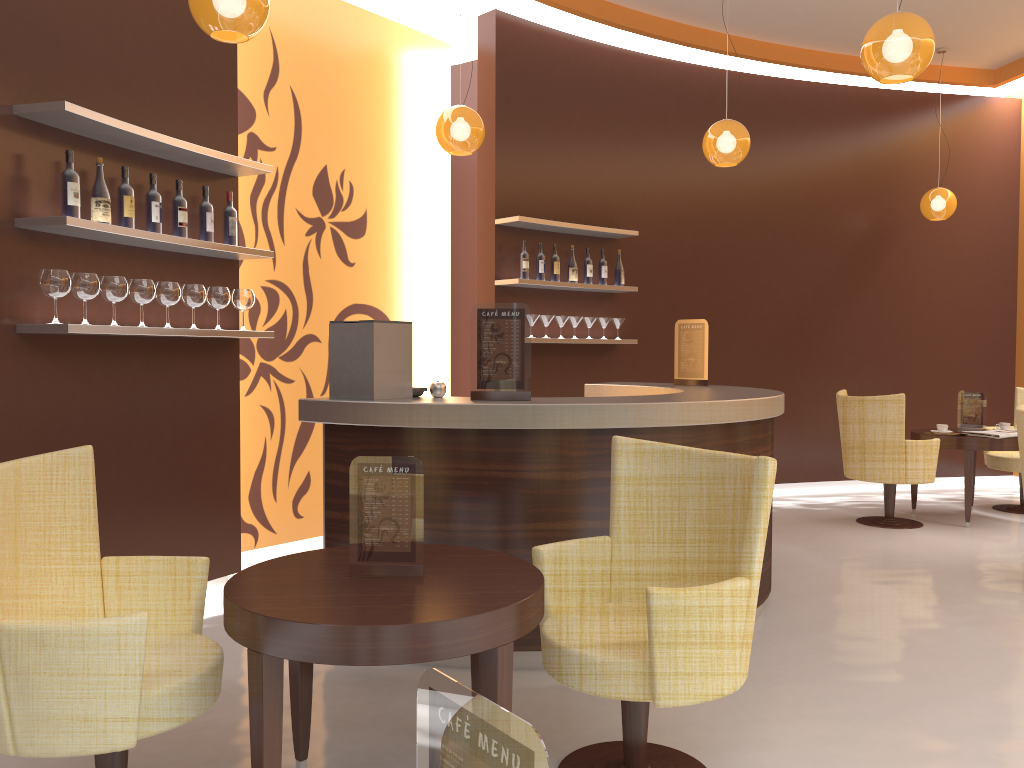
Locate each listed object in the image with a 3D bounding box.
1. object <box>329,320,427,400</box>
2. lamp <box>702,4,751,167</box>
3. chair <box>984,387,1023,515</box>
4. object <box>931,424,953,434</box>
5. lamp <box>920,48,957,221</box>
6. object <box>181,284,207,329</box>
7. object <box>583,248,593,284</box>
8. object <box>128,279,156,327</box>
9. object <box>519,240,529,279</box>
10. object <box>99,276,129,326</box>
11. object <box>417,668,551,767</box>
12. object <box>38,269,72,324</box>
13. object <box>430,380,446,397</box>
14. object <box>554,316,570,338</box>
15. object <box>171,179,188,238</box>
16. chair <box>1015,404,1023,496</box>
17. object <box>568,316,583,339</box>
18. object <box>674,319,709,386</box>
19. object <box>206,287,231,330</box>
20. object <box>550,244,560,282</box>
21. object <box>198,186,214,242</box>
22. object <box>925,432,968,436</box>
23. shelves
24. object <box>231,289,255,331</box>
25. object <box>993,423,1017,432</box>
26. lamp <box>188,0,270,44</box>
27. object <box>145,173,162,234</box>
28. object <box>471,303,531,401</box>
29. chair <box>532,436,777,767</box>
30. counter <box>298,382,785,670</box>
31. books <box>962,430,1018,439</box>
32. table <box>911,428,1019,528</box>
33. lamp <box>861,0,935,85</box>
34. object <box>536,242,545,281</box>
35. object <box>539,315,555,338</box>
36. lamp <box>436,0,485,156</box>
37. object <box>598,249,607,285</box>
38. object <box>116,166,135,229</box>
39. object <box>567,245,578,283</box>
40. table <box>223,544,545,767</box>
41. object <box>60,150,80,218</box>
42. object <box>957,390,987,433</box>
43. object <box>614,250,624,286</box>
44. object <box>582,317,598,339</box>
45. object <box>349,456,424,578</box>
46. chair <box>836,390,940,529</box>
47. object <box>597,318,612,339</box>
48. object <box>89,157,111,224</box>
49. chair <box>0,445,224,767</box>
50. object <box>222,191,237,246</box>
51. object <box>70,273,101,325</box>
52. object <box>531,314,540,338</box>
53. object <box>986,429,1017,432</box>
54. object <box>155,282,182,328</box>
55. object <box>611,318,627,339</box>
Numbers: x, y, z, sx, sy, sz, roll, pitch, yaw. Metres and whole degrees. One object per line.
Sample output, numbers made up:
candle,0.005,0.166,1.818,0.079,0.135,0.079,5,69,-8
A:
object,-0.589,-0.110,3.986,0.270,0.340,0.373,2,3,35
lamp,1.365,-2.143,5.617,0.299,1.500,0.299,0,2,8
chair,4.341,0.547,7.405,0.685,1.017,0.729,0,2,-11
object,3.351,0.351,6.913,0.153,0.069,0.153,1,2,16
lamp,3.802,-2.215,7.882,0.299,1.500,0.299,0,2,-10
object,-1.564,-0.375,4.354,0.125,0.221,0.125,1,2,15
object,0.597,-0.921,6.969,0.073,0.297,0.073,1,2,28
object,-1.690,-0.365,4.048,0.125,0.221,0.125,1,2,15
object,0.089,-0.907,6.528,0.073,0.297,0.073,1,2,28
object,-1.749,-0.359,3.896,0.125,0.221,0.125,1,2,15
object,-0.030,0.432,0.763,0.042,0.335,0.209,-1,3,-35
object,-1.849,-0.349,3.590,0.125,0.221,0.125,1,2,15
object,-0.335,0.022,4.015,0.075,0.077,0.075,-2,3,-41
object,0.378,-0.433,6.816,0.137,0.174,0.137,-1,3,-35
object,-1.598,-0.832,4.260,0.073,0.297,0.073,0,2,-1
chair,3.263,0.628,5.057,0.685,1.017,0.729,0,2,7
object,0.489,-0.436,6.912,0.137,0.174,0.137,-1,3,-35
object,1.120,-0.197,5.544,0.052,0.414,0.258,-2,3,-41
object,-1.495,-0.381,4.510,0.125,0.221,0.125,1,2,15
object,0.328,-0.914,6.751,0.073,0.297,0.073,0,2,-13
object,-1.526,-0.837,4.419,0.073,0.297,0.073,0,2,-13
object,3.333,0.380,6.908,0.239,0.021,0.464,0,2,4
shelves,-0.602,-0.719,5.461,0.586,0.902,4.744,2,3,37
object,-1.413,-0.386,4.658,0.125,0.221,0.125,1,2,15
object,3.942,0.347,7.093,0.153,0.069,0.153,-1,2,-27
lamp,-1.072,-2.070,3.351,0.299,1.500,0.299,-1,2,-32
object,-1.663,-0.826,4.113,0.073,0.297,0.073,0,2,-1
object,-0.047,-0.137,3.770,0.258,0.414,0.052,0,2,4
chair,0.425,0.701,2.732,0.685,1.017,0.729,-1,2,-32
counter,0.549,0.592,4.617,1.586,1.100,2.917,2,3,35
books,3.687,0.381,6.754,0.367,0.035,0.345,-1,2,-20
table,3.629,0.728,7.022,0.872,0.679,0.874,1,2,26
lamp,1.683,-2.078,3.846,0.299,1.500,0.299,-1,2,-32
object,0.213,-0.911,6.646,0.073,0.297,0.073,1,2,28
object,0.258,-0.432,6.719,0.137,0.174,0.137,-1,3,-35
lamp,-0.308,-2.138,5.316,0.299,1.500,0.299,0,2,8
object,0.722,-0.924,7.065,0.073,0.297,0.073,1,2,28
object,-1.725,-0.821,3.958,0.073,0.297,0.073,-2,3,-41
object,0.467,-0.923,6.876,0.086,0.303,0.086,-1,2,-27
table,-0.347,0.876,2.480,0.872,0.679,0.874,2,3,36
object,-1.816,-0.810,3.645,0.073,0.297,0.073,0,2,-1
object,3.655,0.220,7.048,0.209,0.335,0.042,1,2,13
object,0.865,-0.932,7.168,0.086,0.303,0.086,0,2,4
object,0.610,-0.439,7.007,0.137,0.174,0.137,-1,3,-35
object,-0.350,0.369,2.477,0.209,0.335,0.042,0,2,4
chair,2.863,0.564,6.801,0.685,1.017,0.729,0,2,-13
object,0.736,-0.442,7.100,0.137,0.174,0.137,1,2,15
object,-1.776,-0.822,3.824,0.086,0.303,0.086,-1,2,-31
chair,-1.139,0.707,2.395,0.685,1.017,0.729,0,2,-3
object,-1.453,-0.842,4.567,0.073,0.297,0.073,0,2,-1
object,-1.802,-0.354,3.741,0.125,0.221,0.125,1,2,15
object,0.144,-0.428,6.614,0.137,0.174,0.137,2,3,45
object,3.960,0.376,7.091,0.239,0.021,0.464,0,2,-14
object,-1.631,-0.370,4.200,0.125,0.221,0.125,1,2,15
object,0.859,-0.445,7.194,0.137,0.174,0.137,-1,3,-35
